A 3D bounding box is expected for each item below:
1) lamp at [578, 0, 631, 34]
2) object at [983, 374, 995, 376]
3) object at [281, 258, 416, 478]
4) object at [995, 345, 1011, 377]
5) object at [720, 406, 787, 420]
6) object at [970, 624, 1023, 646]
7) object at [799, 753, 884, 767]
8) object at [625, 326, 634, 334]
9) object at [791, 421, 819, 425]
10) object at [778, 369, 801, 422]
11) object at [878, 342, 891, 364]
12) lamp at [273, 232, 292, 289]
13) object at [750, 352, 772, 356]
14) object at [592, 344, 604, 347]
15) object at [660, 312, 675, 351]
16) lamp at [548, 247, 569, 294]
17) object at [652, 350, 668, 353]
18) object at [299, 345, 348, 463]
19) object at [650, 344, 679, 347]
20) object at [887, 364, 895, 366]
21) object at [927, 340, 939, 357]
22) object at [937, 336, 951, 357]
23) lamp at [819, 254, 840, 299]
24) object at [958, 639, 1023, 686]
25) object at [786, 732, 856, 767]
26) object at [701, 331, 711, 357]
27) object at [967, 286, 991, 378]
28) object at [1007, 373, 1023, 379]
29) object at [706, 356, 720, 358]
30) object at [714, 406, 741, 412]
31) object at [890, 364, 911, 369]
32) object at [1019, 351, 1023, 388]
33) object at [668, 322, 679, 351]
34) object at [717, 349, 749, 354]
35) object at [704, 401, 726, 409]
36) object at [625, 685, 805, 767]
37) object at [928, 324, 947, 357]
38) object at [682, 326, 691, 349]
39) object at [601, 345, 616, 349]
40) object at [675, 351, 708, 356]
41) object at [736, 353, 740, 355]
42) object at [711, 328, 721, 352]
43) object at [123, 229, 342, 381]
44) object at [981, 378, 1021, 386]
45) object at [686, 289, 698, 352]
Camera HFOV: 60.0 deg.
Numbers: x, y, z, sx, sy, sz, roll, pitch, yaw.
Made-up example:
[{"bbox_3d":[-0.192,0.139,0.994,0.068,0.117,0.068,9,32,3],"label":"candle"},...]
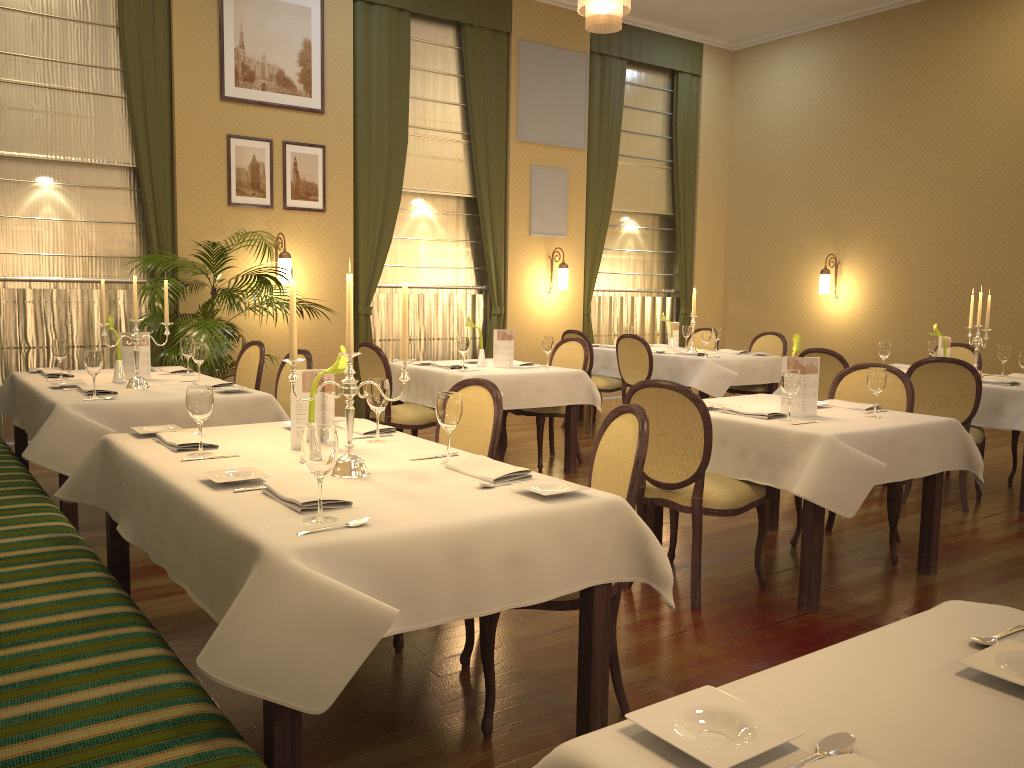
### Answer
[{"bbox_3d":[0.499,-2.770,4.586,0.593,1.796,0.593,-4,8,-38],"label":"lamp"},{"bbox_3d":[3.457,-0.066,6.438,0.185,0.010,0.017,-3,7,-35],"label":"object"},{"bbox_3d":[-0.483,-0.050,2.636,0.390,0.655,0.131,-1,7,-21],"label":"object"},{"bbox_3d":[3.513,-0.165,6.339,0.088,0.229,0.088,2,6,6],"label":"object"},{"bbox_3d":[1.121,0.131,4.119,0.142,0.033,0.273,-3,7,-35],"label":"object"},{"bbox_3d":[0.816,0.415,1.472,0.181,0.015,0.038,-3,7,-34],"label":"object"},{"bbox_3d":[0.434,0.461,0.917,0.142,0.033,0.273,-3,7,-35],"label":"object"},{"bbox_3d":[1.134,-0.446,8.573,0.088,0.229,0.088,2,6,12],"label":"object"},{"bbox_3d":[1.286,0.168,3.885,0.185,0.010,0.017,-3,7,-34],"label":"object"},{"bbox_3d":[1.233,0.051,3.936,0.088,0.229,0.088,2,6,6],"label":"object"},{"bbox_3d":[2.689,-0.187,6.413,0.088,0.229,0.088,2,6,12],"label":"object"},{"bbox_3d":[-2.108,-1.110,8.009,0.323,0.513,0.114,7,8,43],"label":"lamp"},{"bbox_3d":[2.267,-0.272,8.108,0.160,0.024,0.160,-3,7,-35],"label":"object"},{"bbox_3d":[0.841,-0.388,8.957,0.160,0.024,0.160,-3,7,-35],"label":"object"},{"bbox_3d":[1.488,-0.501,8.462,0.163,0.375,0.076,0,6,-14],"label":"object"},{"bbox_3d":[0.491,-1.262,9.861,0.323,0.513,0.114,7,8,43],"label":"lamp"},{"bbox_3d":[1.371,-0.296,8.189,0.160,0.024,0.160,-3,7,-35],"label":"object"},{"bbox_3d":[-0.597,0.063,2.834,0.163,0.375,0.076,0,6,-14],"label":"object"},{"bbox_3d":[1.575,-0.396,9.166,0.142,0.024,0.273,-3,7,-35],"label":"object"},{"bbox_3d":[2.915,-0.140,6.982,0.160,0.024,0.160,-3,7,-35],"label":"object"},{"bbox_3d":[3.253,-0.224,6.849,0.088,0.229,0.088,2,6,12],"label":"object"},{"bbox_3d":[3.130,-0.203,6.430,0.081,0.277,0.166,4,7,26],"label":"object"},{"bbox_3d":[3.656,-1.244,10.225,0.114,0.513,0.323,7,8,43],"label":"lamp"},{"bbox_3d":[0.772,0.428,1.302,0.160,0.024,0.160,-3,7,-35],"label":"object"},{"bbox_3d":[0.350,0.451,1.061,0.181,0.015,0.038,-3,7,-34],"label":"object"},{"bbox_3d":[1.701,-0.351,7.778,0.088,0.229,0.088,2,6,12],"label":"object"},{"bbox_3d":[3.269,-0.367,6.219,0.131,0.655,0.390,1,6,-1],"label":"object"},{"bbox_3d":[3.640,-0.047,6.209,0.142,0.033,0.273,-3,7,-35],"label":"object"},{"bbox_3d":[1.746,-0.235,7.715,0.181,0.015,0.038,-3,7,-34],"label":"object"},{"bbox_3d":[1.037,0.121,4.263,0.181,0.015,0.038,-3,7,-34],"label":"object"},{"bbox_3d":[3.130,-0.138,7.006,0.142,0.024,0.273,-3,7,-35],"label":"object"},{"bbox_3d":[3.256,-0.092,5.618,0.088,0.229,0.088,2,6,12],"label":"object"},{"bbox_3d":[1.575,-0.462,8.590,0.081,0.277,0.166,4,7,26],"label":"object"},{"bbox_3d":[2.085,-0.306,8.369,0.142,0.033,0.273,-3,7,-35],"label":"object"},{"bbox_3d":[0.940,0.109,4.319,0.160,0.024,0.160,-3,7,-35],"label":"object"},{"bbox_3d":[0.253,0.439,1.117,0.160,0.024,0.160,-3,7,-35],"label":"object"},{"bbox_3d":[3.042,-0.243,6.302,0.163,0.375,0.076,0,6,-14],"label":"object"},{"bbox_3d":[1.755,-0.473,8.931,0.088,0.229,0.088,2,6,12],"label":"object"},{"bbox_3d":[1.022,-0.366,8.756,0.142,0.033,0.273,-3,7,-35],"label":"object"},{"bbox_3d":[1.616,-0.274,7.994,0.142,0.033,0.273,-3,7,-35],"label":"object"},{"bbox_3d":[2.136,-0.281,8.206,0.181,0.015,0.038,-3,7,-34],"label":"object"},{"bbox_3d":[1.958,-0.423,8.499,0.088,0.229,0.088,2,6,12],"label":"object"},{"bbox_3d":[-2.424,-0.396,7.296,1.552,1.807,1.496,5,7,35],"label":"object"},{"bbox_3d":[3.171,-0.016,5.834,0.142,0.033,0.273,-3,7,-35],"label":"object"},{"bbox_3d":[1.714,-0.625,8.379,0.131,0.655,0.390,3,6,20],"label":"object"}]
